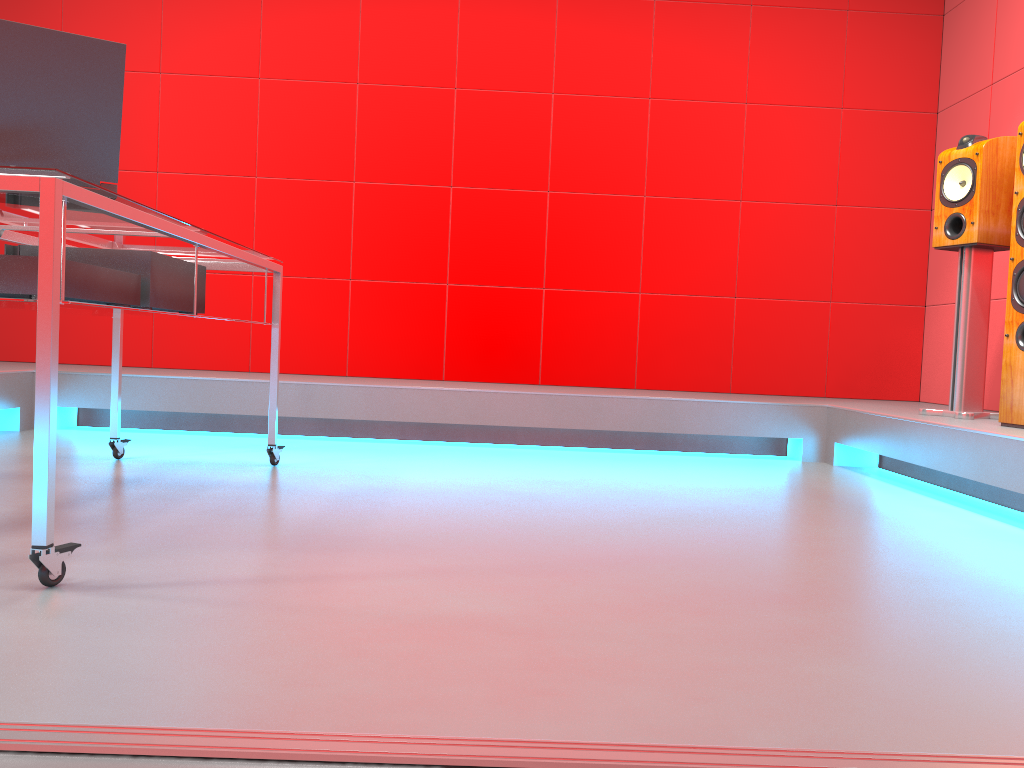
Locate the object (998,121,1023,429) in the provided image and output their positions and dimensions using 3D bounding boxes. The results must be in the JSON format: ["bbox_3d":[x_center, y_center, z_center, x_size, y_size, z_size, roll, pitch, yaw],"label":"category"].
[{"bbox_3d":[1.762,-0.378,2.840,0.238,1.052,0.203,2,2,-11],"label":"object"}]

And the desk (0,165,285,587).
[{"bbox_3d":[-1.042,-0.048,2.234,0.594,0.690,1.617,3,2,-1],"label":"desk"}]

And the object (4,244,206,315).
[{"bbox_3d":[-1.102,-0.273,2.447,0.371,0.158,0.431,3,2,-1],"label":"object"}]

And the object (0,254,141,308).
[{"bbox_3d":[-1.089,-0.221,1.956,0.365,0.092,0.435,3,2,-1],"label":"object"}]

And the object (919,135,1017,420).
[{"bbox_3d":[1.751,-0.401,3.356,0.265,1.058,0.231,2,2,-21],"label":"object"}]

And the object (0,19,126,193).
[{"bbox_3d":[-0.968,-0.514,1.738,0.342,0.285,0.340,1,3,-31],"label":"object"}]
